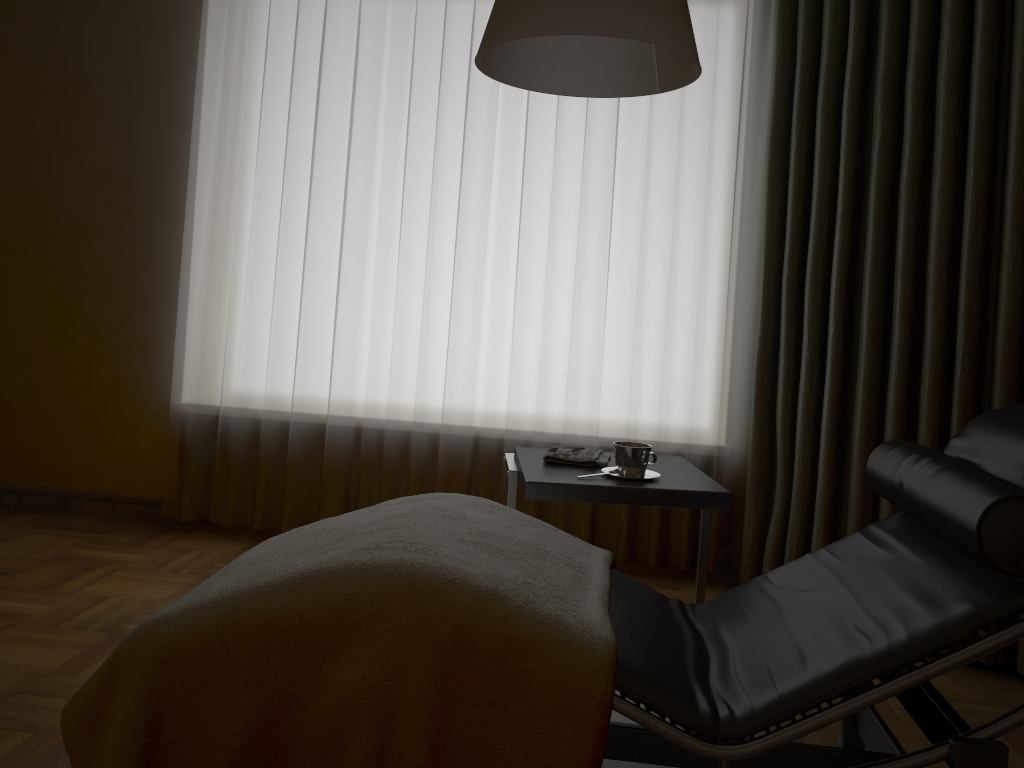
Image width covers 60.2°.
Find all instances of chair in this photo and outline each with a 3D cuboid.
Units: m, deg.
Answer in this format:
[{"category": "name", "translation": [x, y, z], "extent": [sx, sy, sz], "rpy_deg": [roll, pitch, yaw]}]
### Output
[{"category": "chair", "translation": [0.270, 0.402, 1.636], "extent": [1.789, 0.797, 0.636], "rpy_deg": [4, 2, 6]}]

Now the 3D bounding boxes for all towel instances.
[{"category": "towel", "translation": [0.180, 0.199, 2.447], "extent": [0.179, 0.035, 0.241], "rpy_deg": [5, 5, 10]}]

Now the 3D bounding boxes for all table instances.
[{"category": "table", "translation": [0.267, 0.244, 2.361], "extent": [0.499, 0.045, 0.519], "rpy_deg": [4, 5, -3]}]

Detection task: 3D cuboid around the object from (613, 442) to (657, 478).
[{"category": "object", "translation": [0.310, 0.194, 2.245], "extent": [0.111, 0.078, 0.098], "rpy_deg": [4, 3, 7]}]

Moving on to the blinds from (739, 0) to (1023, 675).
[{"category": "blinds", "translation": [1.349, -0.446, 2.505], "extent": [0.224, 2.451, 1.538], "rpy_deg": [4, 1, -39]}]

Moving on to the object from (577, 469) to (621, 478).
[{"category": "object", "translation": [0.216, 0.221, 2.192], "extent": [0.123, 0.019, 0.029], "rpy_deg": [2, 4, -25]}]

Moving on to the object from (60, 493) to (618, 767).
[{"category": "object", "translation": [-0.262, 0.511, 1.707], "extent": [0.909, 0.520, 0.919], "rpy_deg": [4, 4, 6]}]

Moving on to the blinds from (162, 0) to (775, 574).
[{"category": "blinds", "translation": [-0.170, -0.547, 3.239], "extent": [2.197, 2.290, 0.092], "rpy_deg": [4, 0, 6]}]

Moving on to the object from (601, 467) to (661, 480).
[{"category": "object", "translation": [0.302, 0.229, 2.245], "extent": [0.150, 0.009, 0.150], "rpy_deg": [5, 5, 11]}]

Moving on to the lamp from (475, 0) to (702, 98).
[{"category": "lamp", "translation": [0.593, -0.123, 1.688], "extent": [1.416, 1.966, 0.451], "rpy_deg": [4, 0, 10]}]
